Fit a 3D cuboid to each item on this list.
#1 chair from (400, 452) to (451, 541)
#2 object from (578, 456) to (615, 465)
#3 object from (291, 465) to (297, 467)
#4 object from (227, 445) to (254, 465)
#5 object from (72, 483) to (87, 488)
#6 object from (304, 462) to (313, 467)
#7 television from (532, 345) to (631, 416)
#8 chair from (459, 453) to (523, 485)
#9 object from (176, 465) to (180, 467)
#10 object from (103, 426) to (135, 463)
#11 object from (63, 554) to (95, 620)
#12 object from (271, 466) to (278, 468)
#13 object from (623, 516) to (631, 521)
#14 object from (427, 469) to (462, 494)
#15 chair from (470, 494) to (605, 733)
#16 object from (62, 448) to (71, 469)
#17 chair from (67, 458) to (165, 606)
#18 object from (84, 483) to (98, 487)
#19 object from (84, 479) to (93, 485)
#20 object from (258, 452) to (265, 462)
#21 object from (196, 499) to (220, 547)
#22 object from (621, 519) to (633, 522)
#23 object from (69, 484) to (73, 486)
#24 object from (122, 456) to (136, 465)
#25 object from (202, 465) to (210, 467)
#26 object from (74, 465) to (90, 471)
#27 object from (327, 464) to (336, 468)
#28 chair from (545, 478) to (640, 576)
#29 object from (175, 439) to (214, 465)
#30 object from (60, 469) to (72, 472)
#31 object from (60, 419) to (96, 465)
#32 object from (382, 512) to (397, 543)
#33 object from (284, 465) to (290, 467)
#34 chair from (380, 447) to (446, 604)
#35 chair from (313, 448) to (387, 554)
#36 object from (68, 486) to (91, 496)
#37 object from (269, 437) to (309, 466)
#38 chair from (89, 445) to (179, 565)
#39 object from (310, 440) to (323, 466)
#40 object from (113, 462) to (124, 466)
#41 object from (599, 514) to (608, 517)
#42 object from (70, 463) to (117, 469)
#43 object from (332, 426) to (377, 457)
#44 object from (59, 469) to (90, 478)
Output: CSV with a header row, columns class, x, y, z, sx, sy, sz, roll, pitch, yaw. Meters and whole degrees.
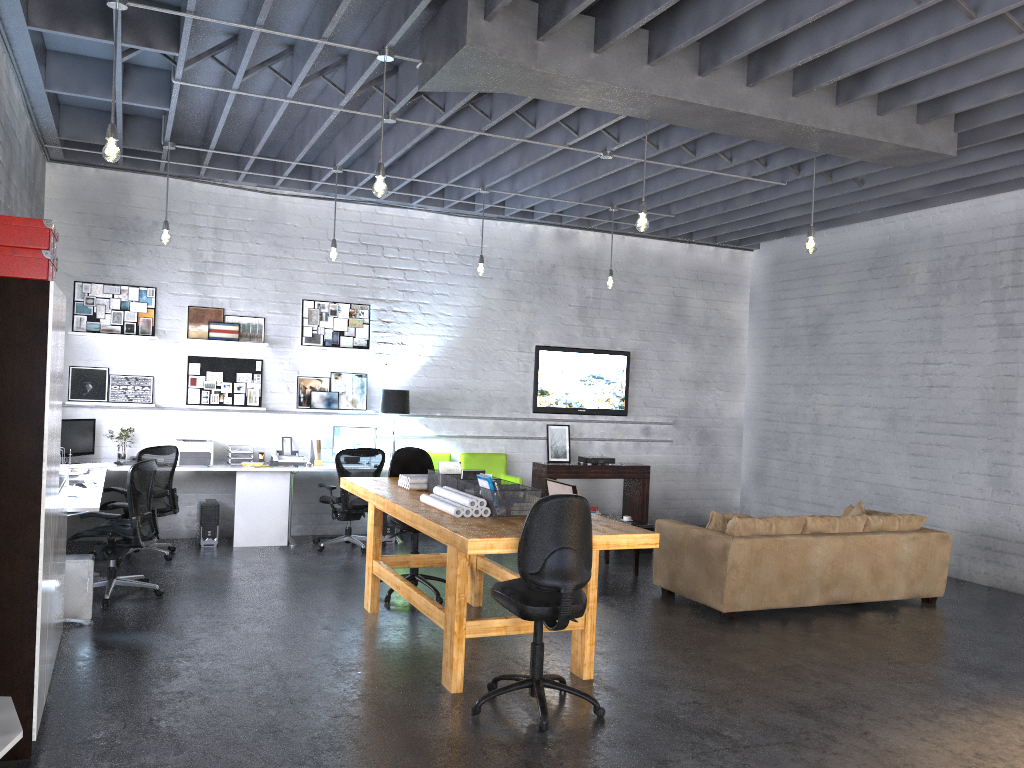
class,x,y,z,sx,sy,sz,roll,pitch,yaw
chair,-0.897,1.238,9.886,0.611,0.920,0.516,2,0,-24
object,1.027,0.929,10.769,0.371,0.082,0.266,3,0,-24
object,-2.217,0.840,9.052,0.076,0.016,0.017,2,0,26
object,-2.794,0.733,9.120,0.229,0.180,0.316,3,0,-24
object,-3.277,0.767,6.709,0.114,0.036,0.058,3,0,-34
object,-2.092,0.829,9.122,0.095,0.050,0.095,2,0,35
television,0.864,-0.029,10.860,1.324,0.816,0.021,3,1,-24
chair,-0.260,1.268,10.165,0.611,0.920,0.516,2,0,-24
object,-3.296,0.787,8.614,0.103,0.021,0.131,3,-1,-44
object,-3.834,0.593,8.704,0.271,0.363,0.297,3,0,21
object,-3.068,1.370,5.940,0.478,0.411,0.200,3,0,-24
object,-2.396,0.836,8.951,0.008,0.007,0.141,3,0,11
object,1.249,1.461,9.633,0.077,0.052,0.081,3,0,25
object,-0.397,0.690,6.187,0.316,0.156,0.306,3,0,-24
chair,0.116,1.125,4.651,0.659,1.165,0.686,2,0,-25
object,-3.977,0.658,7.621,0.324,0.208,0.233,3,0,-24
chair,-2.981,1.068,6.638,0.753,1.031,0.731,2,0,-20
object,-3.253,0.779,6.815,0.119,0.016,0.119,3,0,-6
object,-3.248,0.755,6.821,0.062,0.049,0.078,3,0,37
object,-2.612,0.770,9.246,0.093,0.116,0.067,2,0,-24
object,-3.056,1.391,8.904,0.180,0.411,0.476,2,0,-24
object,1.247,1.484,9.632,0.131,0.016,0.131,3,0,-17
object,-3.374,0.773,6.753,0.076,0.016,0.017,3,0,-34
object,-3.544,0.745,8.548,0.411,0.081,0.279,2,0,36
object,-3.002,0.803,8.702,0.075,0.016,0.017,3,0,1
object,-3.819,0.744,7.876,0.130,0.049,0.130,3,0,-7
object,-1.707,0.859,9.272,0.422,0.028,0.181,3,0,-29
chair,0.745,1.340,8.338,0.725,0.842,0.574,2,0,-24
object,-3.206,0.686,8.945,0.351,0.235,0.350,3,0,-24
object,-3.849,0.732,7.309,0.392,0.064,0.259,3,0,-24
object,-4.177,0.543,8.361,0.147,0.427,0.560,3,0,13
object,-1.389,1.469,9.547,0.180,0.411,0.476,2,0,-24
object,-2.304,0.837,9.067,0.011,0.011,0.125,3,0,15
chair,-0.735,1.104,7.077,0.659,1.165,0.686,2,0,-25
chair,-1.664,1.142,8.971,0.752,1.031,0.732,3,0,35
object,-3.182,0.773,6.430,0.181,0.028,0.422,3,0,-34
object,-2.355,0.704,9.305,0.405,0.280,0.399,3,0,-24
chair,-3.404,1.059,8.043,0.753,1.031,0.732,3,0,0
object,-2.075,0.728,9.421,0.087,0.259,0.236,2,0,-24
object,-3.766,0.758,8.470,0.114,0.036,0.058,2,0,16
object,1.000,1.463,9.904,0.151,0.040,0.151,3,0,-6
object,-3.888,0.754,8.209,0.181,0.028,0.422,2,0,26
object,-1.710,0.666,9.578,0.465,0.417,0.212,3,0,-19
object,-3.584,0.658,6.958,0.485,0.230,0.420,3,0,-24
